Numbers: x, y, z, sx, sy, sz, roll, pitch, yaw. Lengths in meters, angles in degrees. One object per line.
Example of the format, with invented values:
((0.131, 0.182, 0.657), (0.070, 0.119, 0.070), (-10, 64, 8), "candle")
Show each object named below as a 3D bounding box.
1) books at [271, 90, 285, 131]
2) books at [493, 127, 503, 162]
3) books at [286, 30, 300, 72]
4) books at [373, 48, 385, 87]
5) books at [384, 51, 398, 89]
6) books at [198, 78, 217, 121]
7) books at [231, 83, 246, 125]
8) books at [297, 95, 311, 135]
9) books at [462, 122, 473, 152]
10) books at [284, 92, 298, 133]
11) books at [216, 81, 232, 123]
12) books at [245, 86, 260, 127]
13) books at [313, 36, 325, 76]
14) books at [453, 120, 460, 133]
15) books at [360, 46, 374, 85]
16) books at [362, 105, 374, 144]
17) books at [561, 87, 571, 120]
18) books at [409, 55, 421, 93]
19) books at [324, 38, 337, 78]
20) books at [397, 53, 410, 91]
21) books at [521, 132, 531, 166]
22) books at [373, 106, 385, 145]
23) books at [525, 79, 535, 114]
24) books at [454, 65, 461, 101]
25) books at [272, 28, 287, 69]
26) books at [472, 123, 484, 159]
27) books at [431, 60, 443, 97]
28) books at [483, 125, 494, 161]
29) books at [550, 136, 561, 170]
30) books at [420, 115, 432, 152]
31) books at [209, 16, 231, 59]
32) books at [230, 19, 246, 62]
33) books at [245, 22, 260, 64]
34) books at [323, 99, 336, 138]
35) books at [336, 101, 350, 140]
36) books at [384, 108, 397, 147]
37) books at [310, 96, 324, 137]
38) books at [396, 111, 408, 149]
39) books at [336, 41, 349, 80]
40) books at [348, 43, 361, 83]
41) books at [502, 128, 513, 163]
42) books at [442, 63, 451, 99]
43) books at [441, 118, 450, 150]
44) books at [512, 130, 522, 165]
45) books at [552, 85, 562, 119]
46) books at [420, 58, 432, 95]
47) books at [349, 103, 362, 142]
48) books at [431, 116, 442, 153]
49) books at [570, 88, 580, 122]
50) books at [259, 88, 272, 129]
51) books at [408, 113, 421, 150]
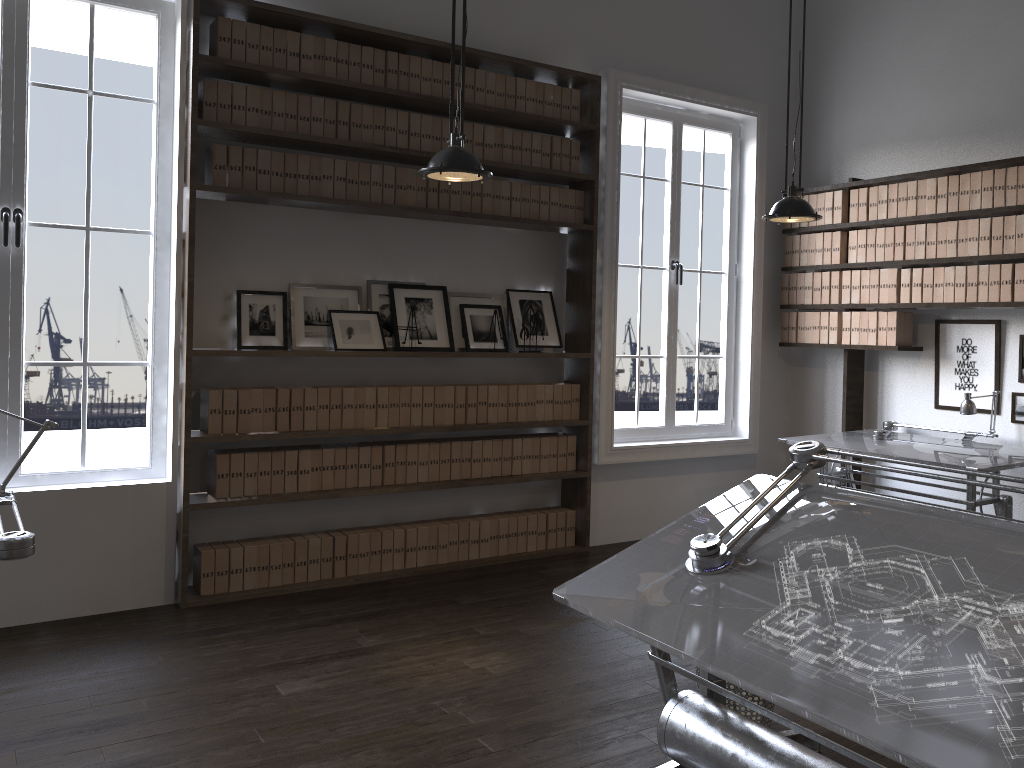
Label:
((-1.248, -1.406, 4.636), (0.067, 0.225, 0.175), (1, 2, -32), "books")
((-0.130, -1.422, 5.345), (0.066, 0.225, 0.175), (1, 2, -32), "books")
((-1.179, -1.725, 4.673), (0.067, 0.225, 0.175), (1, 2, -32), "books")
((-0.774, -1.731, 4.934), (0.066, 0.225, 0.175), (1, 2, -32), "books")
((-0.708, -1.732, 4.969), (0.067, 0.225, 0.175), (1, 2, -32), "books")
((-1.542, -1.402, 4.460), (0.066, 0.225, 0.174), (1, 2, -32), "books")
((-1.420, -1.403, 4.529), (0.067, 0.225, 0.175), (1, 2, -32), "books")
((-1.134, -1.408, 4.714), (0.066, 0.225, 0.174), (1, 2, -32), "books")
((-0.304, -1.419, 5.236), (0.066, 0.225, 0.175), (1, 2, -32), "books")
((-1.194, -1.407, 4.677), (0.066, 0.225, 0.175), (1, 2, -32), "books")
((-1.482, -1.403, 4.495), (0.066, 0.225, 0.175), (1, 2, -32), "books")
((-1.360, -1.404, 4.569), (0.066, 0.225, 0.175), (1, 2, -32), "books")
((-1.067, -1.727, 4.748), (0.066, 0.225, 0.175), (1, 2, -32), "books")
((-0.364, -1.419, 5.200), (0.066, 0.225, 0.174), (1, 2, -32), "books")
((-0.832, -1.730, 4.892), (0.066, 0.225, 0.174), (1, 2, -32), "books")
((-0.832, -1.412, 4.903), (0.066, 0.225, 0.175), (1, 2, -32), "books")
((0.293, -1.746, 5.604), (0.066, 0.225, 0.174), (1, 2, -32), "books")
((-0.589, -1.733, 5.043), (0.066, 0.225, 0.175), (1, 2, -32), "books")
((-1.008, -1.727, 4.779), (0.067, 0.225, 0.175), (1, 2, -32), "books")
((-0.648, -1.733, 5.013), (0.066, 0.225, 0.175), (1, 2, -32), "books")
((0.043, -1.424, 5.455), (0.066, 0.225, 0.174), (1, 2, -32), "books")
((-0.776, -1.412, 4.933), (0.067, 0.225, 0.175), (1, 2, -32), "books")
((0.067, -1.743, 5.459), (0.066, 0.225, 0.175), (1, 2, -32), "books")
((-0.348, -1.737, 5.199), (0.066, 0.225, 0.175), (1, 2, -32), "books")
((-1.241, -1.724, 4.638), (0.066, 0.225, 0.175), (1, 2, -32), "books")
((-0.242, -1.420, 5.270), (0.067, 0.225, 0.175), (1, 2, -32), "books")
((-0.472, -1.735, 5.124), (0.066, 0.225, 0.174), (1, 2, -32), "books")
((-0.182, -1.421, 5.310), (0.066, 0.225, 0.175), (1, 2, -32), "books")
((0.230, -1.427, 5.566), (0.067, 0.225, 0.175), (1, 2, -32), "books")
((-0.531, -1.416, 5.091), (0.066, 0.225, 0.175), (1, 2, -32), "books")
((-1.479, -1.720, 4.482), (0.067, 0.225, 0.175), (1, 2, -32), "books")
((-1.418, -1.721, 4.521), (0.066, 0.225, 0.175), (1, 2, -32), "books")
((-1.358, -1.722, 4.563), (0.066, 0.225, 0.174), (1, 2, -32), "books")
((-1.015, -1.409, 4.790), (0.066, 0.225, 0.175), (1, 2, -32), "books")
((-0.948, -1.410, 4.826), (0.067, 0.225, 0.175), (1, 2, -32), "books")
((-0.715, -1.413, 4.971), (0.066, 0.225, 0.175), (1, 2, -32), "books")
((-1.072, -1.408, 4.749), (0.066, 0.225, 0.174), (1, 2, -32), "books")
((-0.655, -1.414, 5.013), (0.066, 0.225, 0.174), (1, 2, -32), "books")
((-0.954, -1.728, 4.820), (0.066, 0.225, 0.175), (1, 2, -32), "books")
((-0.894, -1.729, 4.858), (0.066, 0.225, 0.174), (1, 2, -32), "books")
((-0.071, -1.422, 5.377), (0.067, 0.225, 0.175), (1, 2, -32), "books")
((-0.412, -1.736, 5.160), (0.066, 0.225, 0.175), (1, 2, -32), "books")
((-0.419, -1.417, 5.157), (0.067, 0.225, 0.175), (1, 2, -32), "books")
((-0.017, -1.423, 5.417), (0.066, 0.225, 0.175), (1, 2, -32), "books")
((0.233, -1.745, 5.566), (0.066, 0.225, 0.175), (1, 2, -32), "books")
((-0.529, -1.734, 5.084), (0.066, 0.225, 0.174), (1, 2, -32), "books")
((-0.888, -1.411, 4.870), (0.066, 0.225, 0.175), (1, 2, -32), "books")
((-0.478, -1.417, 5.126), (0.066, 0.225, 0.175), (1, 2, -32), "books")
((0.355, -1.747, 5.638), (0.066, 0.225, 0.174), (1, 2, -32), "books")
((-1.307, -1.405, 4.604), (0.066, 0.225, 0.175), (1, 2, -32), "books")
((-0.591, -1.415, 5.051), (0.067, 0.225, 0.175), (1, 2, -32), "books")
